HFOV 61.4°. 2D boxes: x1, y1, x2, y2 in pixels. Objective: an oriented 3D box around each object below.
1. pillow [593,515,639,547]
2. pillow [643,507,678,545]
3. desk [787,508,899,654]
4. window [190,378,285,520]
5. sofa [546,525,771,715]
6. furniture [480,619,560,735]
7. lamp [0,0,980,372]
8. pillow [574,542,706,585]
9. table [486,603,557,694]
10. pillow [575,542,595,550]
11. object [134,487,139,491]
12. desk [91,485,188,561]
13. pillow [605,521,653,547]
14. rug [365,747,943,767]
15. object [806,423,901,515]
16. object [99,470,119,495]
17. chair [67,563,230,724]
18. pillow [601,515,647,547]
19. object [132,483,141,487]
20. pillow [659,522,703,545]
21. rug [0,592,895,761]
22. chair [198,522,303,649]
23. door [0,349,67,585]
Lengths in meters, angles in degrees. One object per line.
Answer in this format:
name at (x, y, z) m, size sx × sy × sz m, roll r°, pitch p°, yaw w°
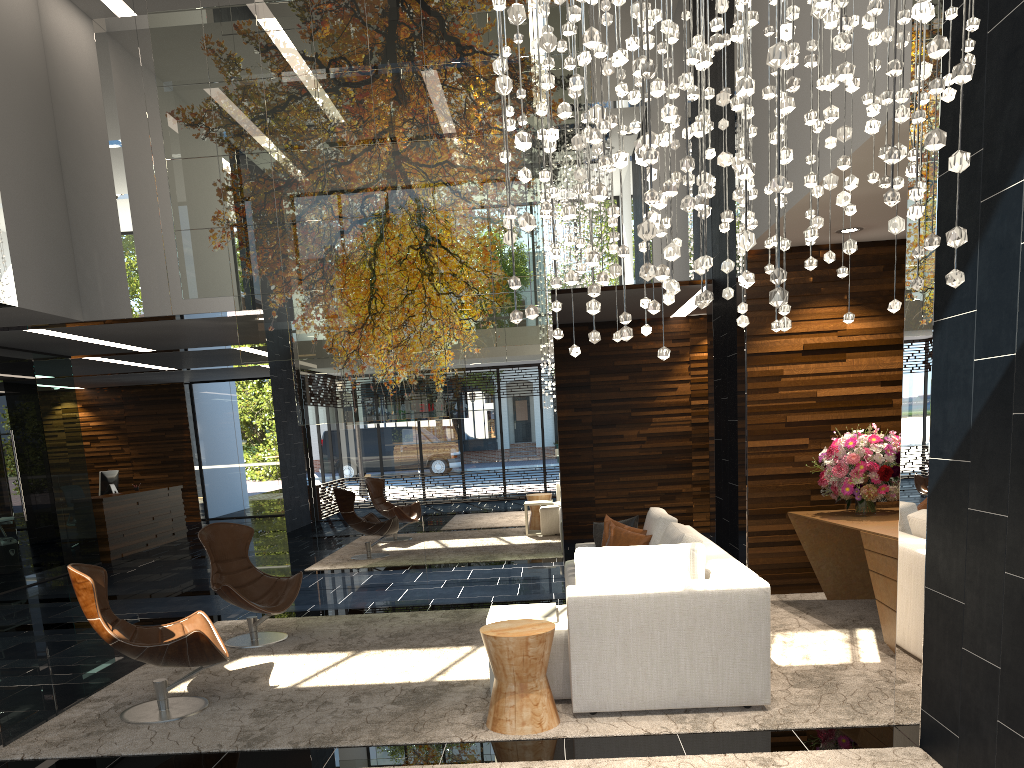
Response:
pillow at (0.797, 1.218, 6.697) m, size 0.250 × 0.425 × 0.551 m, roll -9°, pitch 5°, yaw -40°
pillow at (1.064, 1.162, 6.359) m, size 0.248 × 0.461 × 0.705 m, roll -3°, pitch 1°, yaw 2°
desk at (2.663, 1.320, 5.835) m, size 0.991 × 0.763 × 2.201 m, roll -3°, pitch -1°, yaw 3°
window at (-4.510, 1.291, 17.748) m, size 3.960 × 2.923 × 0.057 m, roll -3°, pitch 10°, yaw 3°
sofa at (0.757, 1.455, 5.838) m, size 1.291 × 0.696 × 2.797 m, roll -3°, pitch -2°, yaw 3°
furniture at (0.044, 1.518, 4.489) m, size 0.391 × 0.535 × 0.383 m, roll 1°, pitch 7°, yaw 38°
lamp at (-3.871, -46.535, 0.404) m, size 399.821 × 116.923 × 391.583 m, roll -4°, pitch -2°, yaw 28°
pillow at (0.700, 1.103, 4.717) m, size 0.712 × 0.472 × 0.211 m, roll -3°, pitch 8°, yaw 4°
table at (0.074, 1.575, 5.125) m, size 0.400 × 0.478 × 0.390 m, roll -3°, pitch 5°, yaw 3°
pillow at (0.825, 1.354, 6.989) m, size 0.623 × 0.156 × 0.235 m, roll -3°, pitch 1°, yaw -2°
object at (-5.982, 1.673, 13.743) m, size 0.077 × 0.061 × 0.075 m, roll -2°, pitch 3°, yaw 27°
desk at (-6.096, 2.148, 13.516) m, size 0.880 × 0.907 × 2.623 m, roll -3°, pitch -1°, yaw 2°
pillow at (0.791, 1.218, 6.267) m, size 0.265 × 0.422 × 0.514 m, roll -7°, pitch 4°, yaw -27°
rug at (0.094, 1.699, 2.859) m, size 3.418 × 0.006 × 2.293 m, roll -4°, pitch -3°, yaw 3°
object at (2.608, 0.629, 6.352) m, size 0.690 × 0.694 × 0.645 m, roll -4°, pitch 4°, yaw -6°
object at (-6.264, 1.600, 13.463) m, size 0.190 × 0.503 × 0.471 m, roll -2°, pitch 4°, yaw 8°
chair at (-2.053, 1.457, 4.972) m, size 0.779 × 0.955 × 0.665 m, roll -6°, pitch 7°, yaw -29°
pillow at (0.811, 1.203, 6.482) m, size 0.239 × 0.441 × 0.544 m, roll -8°, pitch 4°, yaw -32°
object at (-6.004, 1.639, 13.747) m, size 0.076 × 0.105 × 0.149 m, roll 0°, pitch 3°, yaw 33°
pillow at (1.022, 1.127, 5.477) m, size 0.291 × 0.445 × 0.704 m, roll -3°, pitch 1°, yaw 3°
rug at (0.278, 1.838, 5.868) m, size 5.905 × 0.006 × 3.154 m, roll -4°, pitch -3°, yaw 3°
chair at (-2.058, 1.541, 6.636) m, size 0.788 × 0.955 × 0.657 m, roll 0°, pitch 7°, yaw 30°
door at (-5.818, 1.002, 10.444) m, size 0.101 × 2.923 × 0.843 m, roll -3°, pitch 9°, yaw 2°
